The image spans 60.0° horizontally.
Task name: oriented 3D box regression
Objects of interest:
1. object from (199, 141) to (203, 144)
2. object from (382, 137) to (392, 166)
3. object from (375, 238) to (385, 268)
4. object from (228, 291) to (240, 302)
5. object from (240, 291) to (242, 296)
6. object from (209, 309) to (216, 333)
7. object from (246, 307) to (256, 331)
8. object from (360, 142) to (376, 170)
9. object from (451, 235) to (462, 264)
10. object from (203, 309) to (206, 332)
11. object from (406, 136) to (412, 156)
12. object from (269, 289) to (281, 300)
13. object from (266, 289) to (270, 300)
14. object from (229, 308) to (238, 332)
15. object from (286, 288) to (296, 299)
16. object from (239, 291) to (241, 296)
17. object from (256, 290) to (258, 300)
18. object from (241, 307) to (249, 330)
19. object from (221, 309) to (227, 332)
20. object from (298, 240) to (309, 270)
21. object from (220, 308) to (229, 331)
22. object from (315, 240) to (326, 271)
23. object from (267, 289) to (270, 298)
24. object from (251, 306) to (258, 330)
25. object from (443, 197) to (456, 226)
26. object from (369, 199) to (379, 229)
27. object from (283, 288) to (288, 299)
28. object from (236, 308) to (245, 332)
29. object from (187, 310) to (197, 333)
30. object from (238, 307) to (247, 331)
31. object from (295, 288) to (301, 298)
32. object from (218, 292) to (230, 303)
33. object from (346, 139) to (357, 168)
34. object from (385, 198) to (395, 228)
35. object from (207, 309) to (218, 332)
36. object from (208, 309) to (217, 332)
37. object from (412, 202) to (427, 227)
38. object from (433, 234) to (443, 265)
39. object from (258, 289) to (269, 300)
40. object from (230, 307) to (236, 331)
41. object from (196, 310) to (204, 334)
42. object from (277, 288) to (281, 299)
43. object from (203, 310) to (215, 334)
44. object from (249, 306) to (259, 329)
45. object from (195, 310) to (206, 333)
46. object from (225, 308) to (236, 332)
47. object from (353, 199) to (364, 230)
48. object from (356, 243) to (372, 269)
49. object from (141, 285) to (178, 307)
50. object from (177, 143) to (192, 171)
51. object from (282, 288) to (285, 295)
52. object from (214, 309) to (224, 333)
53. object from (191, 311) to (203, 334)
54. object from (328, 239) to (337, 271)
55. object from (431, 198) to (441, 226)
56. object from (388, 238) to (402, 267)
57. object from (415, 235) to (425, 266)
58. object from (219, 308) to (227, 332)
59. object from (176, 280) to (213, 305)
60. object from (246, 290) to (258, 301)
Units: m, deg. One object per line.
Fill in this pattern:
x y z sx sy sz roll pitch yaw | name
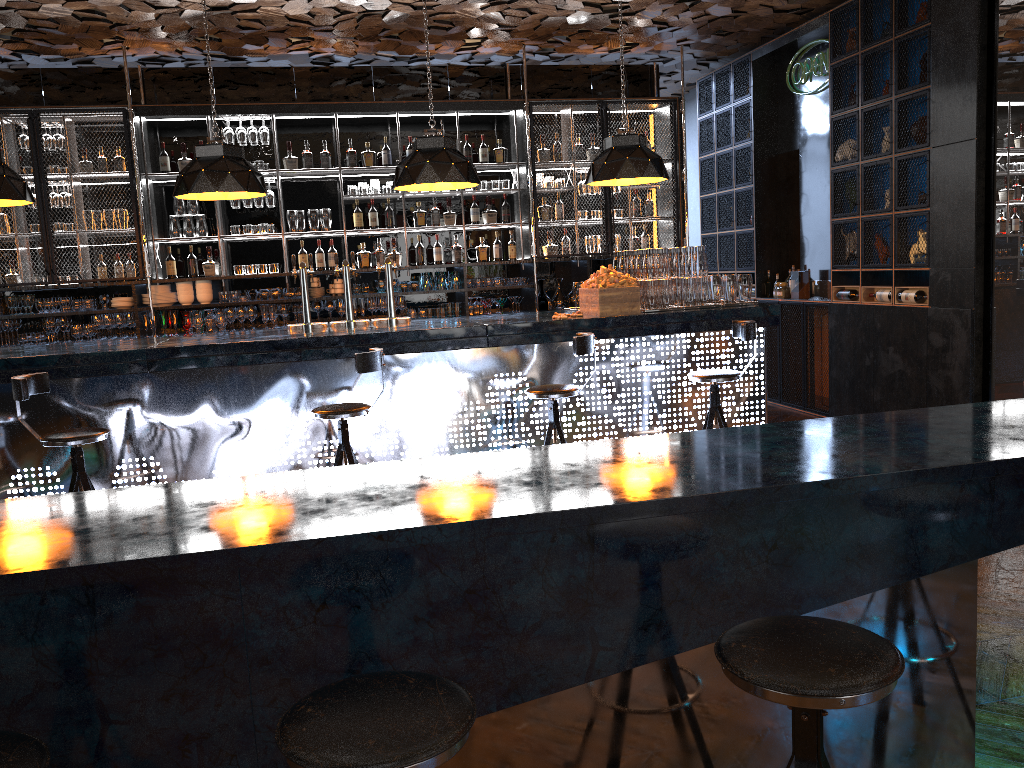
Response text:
-2.823 -2.066 8.090 0.086 0.299 0.086 2 9 36 | object
-1.197 -2.201 8.450 0.086 0.298 0.086 2 9 36 | object
-1.271 -1.257 8.532 0.083 0.282 0.083 -5 8 -12 | object
-2.550 -0.802 8.140 0.089 0.100 0.100 0 8 24 | object
-2.593 -0.828 8.356 0.089 0.100 0.100 -6 8 -18 | object
-2.772 -0.576 8.152 0.082 0.213 0.082 -8 9 -33 | object
-2.392 -0.597 8.139 0.084 0.216 0.084 1 9 30 | object
-1.360 -2.161 8.404 0.151 0.248 0.094 -4 8 -8 | object
-0.544 -1.318 8.688 0.083 0.282 0.083 -7 8 -27 | object
-2.906 -0.588 8.303 0.082 0.213 0.082 -1 8 18 | object
-0.967 -2.221 8.493 0.086 0.298 0.086 2 9 36 | object
-2.183 -0.827 8.172 0.093 0.099 0.093 -2 8 7 | object
-2.315 -0.837 8.301 0.093 0.099 0.093 -7 8 -24 | object
-2.596 -0.598 8.232 0.084 0.216 0.084 -3 7 0 | object
-2.043 -0.836 8.192 0.095 0.096 0.095 -9 9 -38 | object
-2.576 -0.816 8.258 0.089 0.100 0.100 1 9 29 | object
-2.431 -0.834 8.331 0.109 0.100 0.109 -7 9 -29 | object
-2.538 -0.620 8.376 0.084 0.216 0.084 -5 8 -13 | object
-2.678 -0.584 8.174 0.082 0.213 0.082 -8 9 -31 | object
-1.976 -1.207 8.385 0.086 0.299 0.086 2 9 36 | object
-2.713 -0.605 8.346 0.082 0.213 0.082 -6 8 -21 | object
-1.828 -1.223 8.443 0.086 0.298 0.086 2 9 36 | object
-2.339 -0.849 8.402 0.093 0.099 0.093 -5 8 -10 | object
-2.424 -0.613 8.271 0.084 0.216 0.084 1 9 30 | object
-0.607 -1.670 8.618 0.123 0.279 0.123 -3 7 1 | object
-1.331 -1.626 8.506 0.086 0.298 0.086 2 9 36 | object
-2.091 -0.846 8.287 0.095 0.096 0.095 -5 8 -12 | object
-2.481 -0.590 8.119 0.084 0.216 0.084 -3 7 3 | object
-3.000 -0.581 8.285 0.082 0.213 0.082 -8 9 -35 | object
-2.506 -0.605 8.247 0.084 0.216 0.084 -6 8 -19 | object
-1.990 -0.850 8.276 0.095 0.096 0.095 -2 8 12 | object
-2.618 -0.789 8.069 0.100 0.100 0.089 -4 8 -7 | object
-1.517 -2.166 8.368 0.083 0.282 0.083 -7 8 -27 | object
-1.177 -1.635 8.511 0.086 0.297 0.086 2 9 36 | object
-2.809 -0.597 8.327 0.082 0.213 0.082 -5 8 -13 | object
-2.792 -0.586 8.240 0.082 0.213 0.082 0 8 20 | object
-0.894 -1.632 8.571 0.151 0.248 0.094 -6 8 -23 | object
-0.724 -1.312 8.656 0.086 0.298 0.086 2 9 36 | object
-2.292 -0.824 8.196 0.093 0.099 0.093 -3 7 4 | object
-2.629 -0.613 8.363 0.084 0.216 0.084 1 8 26 | object
-2.870 -0.568 8.130 0.082 0.213 0.082 -9 9 -36 | object
-2.226 -0.851 8.371 0.093 0.099 0.093 -7 8 -25 | object
-2.755 -0.566 8.067 0.082 0.213 0.082 0 8 21 | object
-2.451 -0.628 8.401 0.084 0.216 0.084 -2 8 10 | object
-2.882 -0.579 8.221 0.082 0.213 0.082 -2 8 9 | object
-2.573 -0.582 8.101 0.084 0.216 0.084 -6 8 -24 | object
-1.468 -1.610 8.452 0.086 0.299 0.086 2 9 36 | object
-1.420 -1.227 8.501 0.151 0.248 0.094 -6 8 -23 | object
-3.201 -0.803 8.054 0.306 0.195 0.300 -5 8 -11 | object
-2.970 -2.041 8.043 0.123 0.279 0.123 -6 8 -23 | object
-2.138 -0.864 8.446 0.095 0.096 0.095 -3 7 4 | object
-2.664 -0.573 8.084 0.082 0.213 0.082 -1 8 18 | object
-2.857 -0.557 8.045 0.082 0.213 0.082 -1 8 17 | object
-1.707 -1.230 8.445 0.086 0.298 0.086 2 9 36 | object
-0.745 -1.663 8.602 0.083 0.282 0.083 -5 8 -12 | object
-1.133 -1.264 8.548 0.123 0.279 0.123 -3 7 1 | object
-0.894 -1.293 8.586 0.086 0.297 0.086 0 8 21 | object
-2.696 -0.594 8.260 0.082 0.213 0.082 -7 8 -24 | object
-2.893 -0.835 8.085 0.309 0.216 0.149 -5 8 -14 | object
-2.397 -0.816 8.177 0.109 0.100 0.109 -7 9 -29 | object
